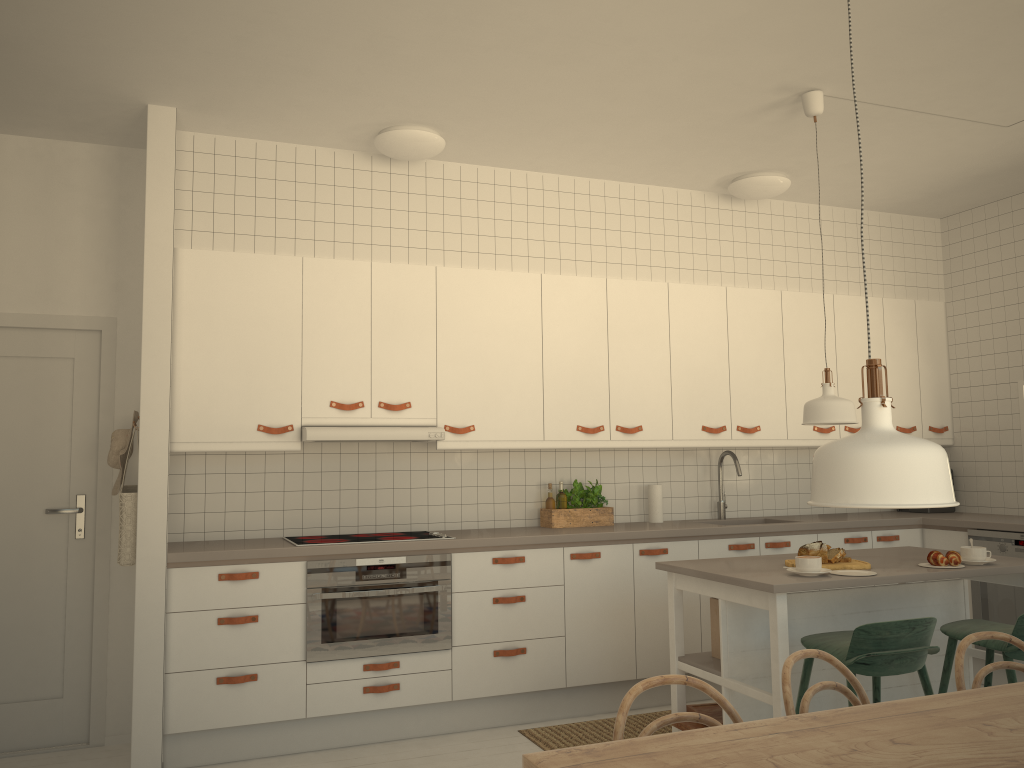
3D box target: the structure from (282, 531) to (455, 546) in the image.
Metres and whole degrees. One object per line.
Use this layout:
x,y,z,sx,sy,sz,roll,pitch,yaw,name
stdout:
-0.721,0.776,4.411,0.763,0.057,0.504,1,-5,-22,structure

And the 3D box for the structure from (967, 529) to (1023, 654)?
3.034,1.159,4.819,0.704,0.711,0.705,1,-6,-22,structure

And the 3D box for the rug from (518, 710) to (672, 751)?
1.095,1.669,4.321,2.000,0.004,0.749,1,-5,-22,rug

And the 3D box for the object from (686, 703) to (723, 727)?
0.973,1.359,3.656,0.430,0.030,0.280,0,-5,-13,object

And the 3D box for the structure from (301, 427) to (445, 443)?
-0.734,0.257,4.507,0.681,0.073,0.482,1,-5,-22,structure

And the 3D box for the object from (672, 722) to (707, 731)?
0.910,1.386,3.610,0.430,0.030,0.280,1,-5,-22,object

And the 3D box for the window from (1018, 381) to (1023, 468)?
3.584,0.313,4.567,0.293,0.816,1.897,1,-6,-22,window

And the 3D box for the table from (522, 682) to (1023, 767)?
1.023,1.041,1.535,1.797,0.749,0.894,1,-6,-22,table

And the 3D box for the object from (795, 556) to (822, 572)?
1.107,0.676,3.316,0.098,0.064,0.094,-3,-6,27,object

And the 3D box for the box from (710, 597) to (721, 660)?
1.040,1.012,3.672,0.357,0.243,0.236,1,-6,-21,box

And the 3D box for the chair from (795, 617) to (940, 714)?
1.254,1.184,3.132,0.485,0.752,0.445,1,-6,-22,chair

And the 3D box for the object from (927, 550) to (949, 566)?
1.688,0.692,3.525,0.070,0.060,0.131,-2,-5,17,object

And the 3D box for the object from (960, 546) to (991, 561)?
1.868,0.691,3.586,0.098,0.060,0.094,2,-6,-24,object

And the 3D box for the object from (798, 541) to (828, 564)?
1.199,0.671,3.543,0.090,0.087,0.086,0,-5,-14,object

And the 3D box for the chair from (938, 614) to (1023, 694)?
1.841,1.193,3.326,0.485,0.752,0.445,3,-7,-36,chair

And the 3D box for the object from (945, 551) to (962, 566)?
1.734,0.689,3.497,0.060,0.059,0.074,-5,-7,38,object

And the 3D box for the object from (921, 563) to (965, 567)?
1.705,0.718,3.516,0.120,0.005,0.122,-1,-5,-3,object

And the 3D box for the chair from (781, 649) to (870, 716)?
0.875,1.044,1.981,0.385,0.811,0.483,4,-7,-39,chair

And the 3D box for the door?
-2.393,0.682,4.140,0.955,2.034,0.166,1,-6,-22,door

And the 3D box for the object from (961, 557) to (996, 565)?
1.866,0.717,3.582,0.160,0.020,0.160,2,-6,-25,object

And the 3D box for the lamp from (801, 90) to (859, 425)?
1.341,-0.571,3.841,0.229,1.491,0.229,1,-6,-21,lamp

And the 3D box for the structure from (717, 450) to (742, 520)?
1.314,0.613,5.372,0.063,0.421,0.236,1,-6,-14,structure

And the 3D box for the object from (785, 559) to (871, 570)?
1.264,0.724,3.559,0.306,0.019,0.237,0,-5,-5,object

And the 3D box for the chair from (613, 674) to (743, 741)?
0.441,1.026,1.711,0.385,0.811,0.483,2,-6,-24,chair

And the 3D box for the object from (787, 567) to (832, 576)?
1.109,0.704,3.312,0.160,0.020,0.160,-4,-6,34,object

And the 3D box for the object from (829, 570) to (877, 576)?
1.279,0.710,3.328,0.167,0.005,0.167,2,-6,-26,object

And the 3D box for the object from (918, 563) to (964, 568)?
1.701,0.720,3.514,0.167,0.005,0.167,2,-6,-26,object

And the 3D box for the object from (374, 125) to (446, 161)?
-0.502,-1.167,4.357,0.351,0.101,0.351,-3,-5,20,object

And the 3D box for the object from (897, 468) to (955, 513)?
2.707,0.704,5.894,0.279,0.292,0.316,1,-6,-21,object

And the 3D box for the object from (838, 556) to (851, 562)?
1.332,0.707,3.579,0.068,0.017,0.077,0,-5,-13,object

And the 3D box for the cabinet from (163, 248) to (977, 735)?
1.075,0.384,3.946,4.844,2.161,2.851,1,-6,-22,cabinet

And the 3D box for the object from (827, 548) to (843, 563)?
1.282,0.685,3.550,0.072,0.057,0.083,1,-5,-15,object

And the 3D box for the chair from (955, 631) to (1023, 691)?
1.361,1.051,2.137,0.385,0.811,0.483,1,-6,-19,chair

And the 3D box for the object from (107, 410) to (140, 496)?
-1.767,0.313,4.038,0.136,0.385,0.335,1,-6,-22,object

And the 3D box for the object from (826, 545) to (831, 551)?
1.263,0.685,3.606,0.074,0.067,0.079,1,-5,-19,object

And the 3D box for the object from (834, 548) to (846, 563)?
1.305,0.687,3.568,0.073,0.055,0.083,1,-5,-15,object

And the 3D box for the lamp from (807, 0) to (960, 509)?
0.592,-0.597,1.523,0.229,1.597,0.229,-2,-6,13,lamp

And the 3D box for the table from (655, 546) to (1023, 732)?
1.428,1.174,3.660,1.424,0.865,0.794,1,-6,-22,table

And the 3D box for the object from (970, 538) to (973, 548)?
1.873,0.676,3.609,0.028,0.086,0.102,-3,-6,19,object

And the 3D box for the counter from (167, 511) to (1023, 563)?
1.081,0.780,3.906,4.844,0.163,2.854,1,-5,-22,counter

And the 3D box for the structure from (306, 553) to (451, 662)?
-0.728,1.063,4.433,0.682,0.447,0.703,1,-6,-22,structure

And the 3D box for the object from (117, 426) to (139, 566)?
-1.713,0.497,3.990,0.093,0.613,0.439,1,-6,-22,object

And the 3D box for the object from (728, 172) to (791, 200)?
1.427,-1.127,5.118,0.351,0.101,0.351,-3,-5,20,object
